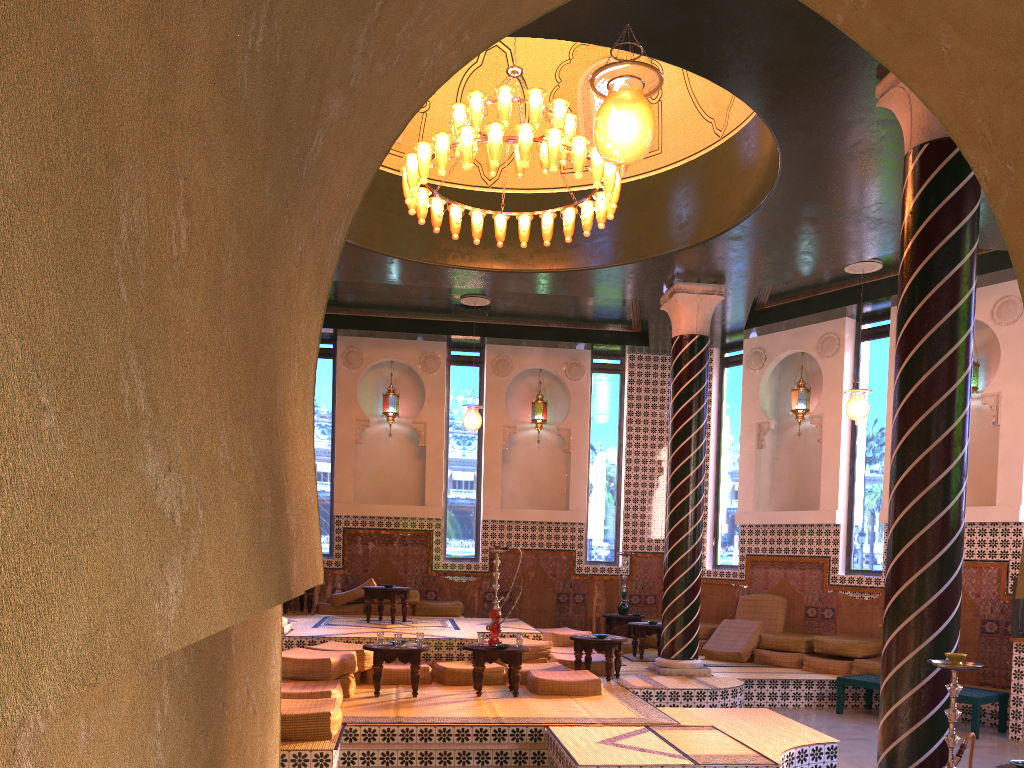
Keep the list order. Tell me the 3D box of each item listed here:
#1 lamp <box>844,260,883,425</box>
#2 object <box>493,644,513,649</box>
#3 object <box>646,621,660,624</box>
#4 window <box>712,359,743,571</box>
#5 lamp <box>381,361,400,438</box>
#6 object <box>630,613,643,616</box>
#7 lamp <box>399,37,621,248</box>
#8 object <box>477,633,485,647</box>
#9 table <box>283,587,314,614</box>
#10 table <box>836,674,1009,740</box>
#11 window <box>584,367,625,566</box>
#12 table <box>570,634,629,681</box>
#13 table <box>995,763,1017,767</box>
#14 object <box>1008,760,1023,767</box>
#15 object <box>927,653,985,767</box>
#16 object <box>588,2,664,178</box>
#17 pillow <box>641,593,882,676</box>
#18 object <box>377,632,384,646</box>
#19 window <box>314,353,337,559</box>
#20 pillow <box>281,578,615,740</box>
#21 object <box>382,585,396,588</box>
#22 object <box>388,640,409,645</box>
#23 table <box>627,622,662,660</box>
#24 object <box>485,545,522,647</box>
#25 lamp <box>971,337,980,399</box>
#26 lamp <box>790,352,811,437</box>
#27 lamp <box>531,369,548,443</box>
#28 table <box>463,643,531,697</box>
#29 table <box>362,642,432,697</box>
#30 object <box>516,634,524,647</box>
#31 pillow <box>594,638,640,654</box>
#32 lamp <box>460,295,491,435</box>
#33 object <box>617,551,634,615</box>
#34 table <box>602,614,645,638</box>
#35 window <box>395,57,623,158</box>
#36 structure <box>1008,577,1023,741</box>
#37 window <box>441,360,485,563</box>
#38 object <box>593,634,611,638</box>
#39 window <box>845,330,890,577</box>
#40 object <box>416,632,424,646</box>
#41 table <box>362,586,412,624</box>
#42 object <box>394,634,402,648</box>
[{"bbox_3d":[5.075,-0.559,12.595,0.520,2.336,0.515,1,2,-18],"label":"lamp"},{"bbox_3d":[-0.117,3.196,10.498,0.251,0.045,0.254,-7,-13,37],"label":"object"},{"bbox_3d":[2.427,4.113,14.864,0.250,0.045,0.255,0,-11,8],"label":"object"},{"bbox_3d":[4.228,1.569,16.530,0.091,4.030,0.768,0,3,-37],"label":"window"},{"bbox_3d":[-2.381,0.273,16.993,0.323,1.576,0.359,2,2,27],"label":"lamp"},{"bbox_3d":[2.414,4.470,16.711,0.250,0.045,0.255,0,-11,8],"label":"object"},{"bbox_3d":[0.050,-4.241,9.548,2.469,4.640,2.473,2,-1,1],"label":"lamp"},{"bbox_3d":[-0.383,3.164,10.672,0.092,0.164,0.092,2,-1,-4],"label":"object"},{"bbox_3d":[-4.074,3.986,16.152,0.837,0.590,0.851,0,-7,11],"label":"table"},{"bbox_3d":[5.636,4.478,11.986,0.859,0.615,2.012,6,-11,-36],"label":"table"},{"bbox_3d":[1.853,1.700,17.535,0.775,4.030,0.090,1,2,-7],"label":"window"},{"bbox_3d":[1.234,3.914,12.332,0.838,0.590,0.849,-2,-7,29],"label":"table"},{"bbox_3d":[4.207,3.342,6.716,0.838,0.590,0.850,2,-7,-1],"label":"table"},{"bbox_3d":[4.112,3.056,6.902,0.250,0.045,0.255,0,-11,8],"label":"object"},{"bbox_3d":[2.841,2.267,5.275,0.839,1.272,0.352,3,0,-36],"label":"object"},{"bbox_3d":[0.611,-2.248,4.494,0.520,2.336,0.515,1,2,-18],"label":"object"},{"bbox_3d":[4.307,4.260,14.999,1.415,1.196,5.790,6,-11,-37],"label":"pillow"},{"bbox_3d":[-1.600,3.096,10.491,0.092,0.164,0.092,1,-1,41],"label":"object"},{"bbox_3d":[-3.819,1.412,16.832,0.775,4.030,0.090,1,2,-7],"label":"window"},{"bbox_3d":[-3.328,3.426,11.900,10.039,1.268,10.077,3,-11,-6],"label":"pillow"},{"bbox_3d":[-2.078,3.410,14.557,0.250,0.045,0.255,0,-11,8],"label":"object"},{"bbox_3d":[-1.391,3.181,10.598,0.251,0.045,0.254,-7,-13,37],"label":"object"},{"bbox_3d":[2.407,4.449,14.934,0.846,0.591,0.842,8,-9,-42],"label":"table"},{"bbox_3d":[-0.116,2.628,10.689,0.462,1.262,0.299,2,2,9],"label":"object"},{"bbox_3d":[6.903,-0.236,13.077,0.360,1.576,0.322,2,2,7],"label":"lamp"},{"bbox_3d":[5.146,0.162,15.376,0.361,1.576,0.322,0,2,-33],"label":"lamp"},{"bbox_3d":[0.557,0.427,17.378,0.359,1.576,0.323,2,2,27],"label":"lamp"},{"bbox_3d":[-0.196,3.556,10.730,0.846,0.591,0.842,8,-9,-42],"label":"table"},{"bbox_3d":[-1.403,3.485,10.524,0.840,0.590,0.848,3,-7,-16],"label":"table"},{"bbox_3d":[0.093,3.188,10.731,0.092,0.164,0.092,2,-1,-29],"label":"object"},{"bbox_3d":[1.802,4.837,15.985,0.983,0.278,0.955,9,-12,-36],"label":"pillow"},{"bbox_3d":[-0.658,-0.282,14.818,0.520,2.336,0.515,1,2,-18],"label":"lamp"},{"bbox_3d":[2.153,3.874,16.786,0.299,1.263,0.463,2,1,29],"label":"object"},{"bbox_3d":[2.162,4.811,16.858,0.838,0.590,0.850,1,-7,2],"label":"table"},{"bbox_3d":[0.129,-4.270,9.686,5.749,1.164,5.583,-4,-12,29],"label":"window"},{"bbox_3d":[7.411,3.528,11.010,1.660,2.087,1.355,4,-3,-37],"label":"structure"},{"bbox_3d":[-0.983,1.556,17.184,0.775,4.030,0.090,1,2,-7],"label":"window"},{"bbox_3d":[1.274,3.575,12.231,0.251,0.045,0.254,6,-11,-22],"label":"object"},{"bbox_3d":[5.947,1.174,14.251,0.091,4.030,0.768,0,3,-37],"label":"window"},{"bbox_3d":[-1.124,3.121,10.550,0.092,0.164,0.092,2,-1,-29],"label":"object"},{"bbox_3d":[-2.112,3.731,14.570,0.837,0.590,0.850,1,-7,5],"label":"table"},{"bbox_3d":[-1.362,3.070,10.320,0.092,0.164,0.092,2,-1,-29],"label":"object"}]
